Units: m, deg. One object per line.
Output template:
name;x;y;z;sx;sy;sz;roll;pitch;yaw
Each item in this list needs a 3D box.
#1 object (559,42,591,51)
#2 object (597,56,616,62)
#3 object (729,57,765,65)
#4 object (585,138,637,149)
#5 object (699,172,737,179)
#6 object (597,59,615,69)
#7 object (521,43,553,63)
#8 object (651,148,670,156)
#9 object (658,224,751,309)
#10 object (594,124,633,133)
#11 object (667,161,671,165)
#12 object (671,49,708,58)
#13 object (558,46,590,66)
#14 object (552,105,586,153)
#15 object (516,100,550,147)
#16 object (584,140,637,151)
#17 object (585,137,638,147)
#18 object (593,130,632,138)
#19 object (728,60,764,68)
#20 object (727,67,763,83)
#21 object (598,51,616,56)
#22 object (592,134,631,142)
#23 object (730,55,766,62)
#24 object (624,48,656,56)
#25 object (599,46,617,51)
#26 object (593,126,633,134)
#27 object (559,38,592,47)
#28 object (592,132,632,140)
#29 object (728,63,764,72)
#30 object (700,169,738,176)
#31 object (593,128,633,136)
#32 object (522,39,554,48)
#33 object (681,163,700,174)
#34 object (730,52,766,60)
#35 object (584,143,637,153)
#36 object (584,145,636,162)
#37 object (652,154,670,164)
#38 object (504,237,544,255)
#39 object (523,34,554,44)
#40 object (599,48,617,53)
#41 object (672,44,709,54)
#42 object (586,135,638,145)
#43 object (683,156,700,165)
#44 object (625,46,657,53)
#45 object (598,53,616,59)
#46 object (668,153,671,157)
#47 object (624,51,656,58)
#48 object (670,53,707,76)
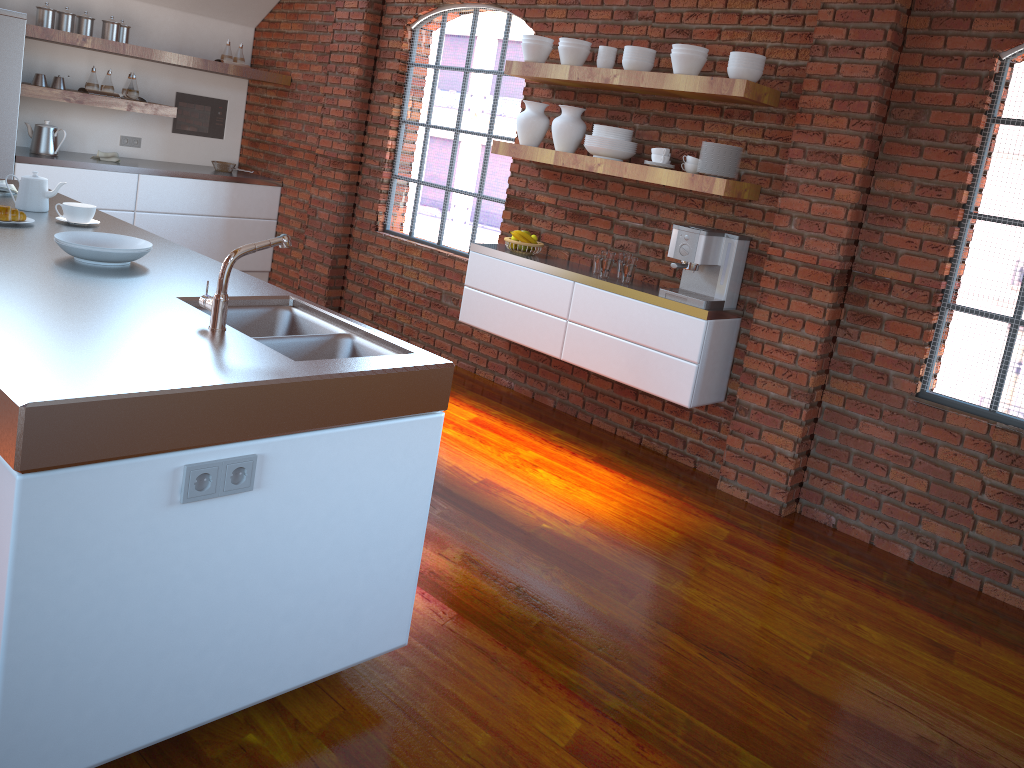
object;0.335;-1.797;4.803;0.179;0.102;0.186;7;14;-12
object;0.501;-1.718;4.713;0.098;0.060;0.101;8;13;-9
object;1.094;-1.483;4.118;0.165;0.060;0.170;7;14;-9
object;0.519;-1.251;4.663;0.285;0.054;0.285;16;16;24
object;0.984;-0.998;4.229;0.194;0.013;0.200;1;17;-30
object;0.498;-1.702;4.715;0.098;0.060;0.101;8;13;-9
object;0.132;-1.848;4.943;0.179;0.102;0.186;7;14;-12
object;0.739;-1.153;4.401;0.093;0.057;0.101;16;15;24
object;0.926;-0.579;4.287;0.276;0.363;0.380;19;15;41
object;0.532;-1.327;4.651;0.217;0.054;0.215;19;17;32
object;0.778;-1.147;4.586;0.093;0.046;0.100;15;15;21
object;0.861;-1.573;4.311;0.181;0.102;0.184;12;14;11
object;0.331;-1.776;4.806;0.179;0.102;0.186;7;14;-12
object;0.314;-1.407;4.872;0.193;0.245;0.195;12;11;13
object;0.118;-1.490;5.055;0.192;0.245;0.197;8;11;-9
object;0.518;-1.241;4.664;0.285;0.054;0.285;16;16;24
object;0.521;-1.259;4.662;0.285;0.054;0.285;16;16;24
object;0.528;-1.298;4.656;0.217;0.054;0.215;19;17;32
object;1.092;-1.470;4.120;0.165;0.060;0.170;7;14;-9
object;1.087;-1.441;4.124;0.165;0.060;0.170;7;14;-9
object;0.505;-1.744;4.709;0.098;0.060;0.101;8;13;-9
object;0.524;-1.277;4.659;0.217;0.054;0.215;19;17;32
object;1.096;-1.494;4.116;0.165;0.060;0.170;7;14;-9
object;0.656;-1.686;4.546;0.168;0.060;0.166;20;18;35
object;0.510;-1.768;4.705;0.098;0.060;0.101;8;13;-9
object;0.531;-1.317;4.653;0.217;0.054;0.215;19;17;32
object;0.338;-1.819;4.800;0.179;0.102;0.186;7;14;-12
object;0.526;-1.287;4.657;0.217;0.054;0.215;19;17;32
object;1.089;-1.457;4.122;0.165;0.060;0.170;7;14;-9
object;0.986;-1.012;4.227;0.194;0.013;0.200;1;17;-30
object;0.529;-1.308;4.654;0.217;0.054;0.215;19;17;32
object;0.136;-1.868;4.940;0.179;0.102;0.186;7;14;-12
object;0.901;-1.071;4.384;0.092;0.046;0.101;6;14;-13
object;1.098;-1.507;4.114;0.165;0.060;0.170;7;14;-9
object;0.516;-1.229;4.666;0.285;0.054;0.285;16;16;24
object;0.514;-1.219;4.667;0.285;0.054;0.285;16;16;24
object;0.739;-1.121;4.404;0.094;0.046;0.099;20;17;35
object;0.066;-0.798;5.117;0.235;0.070;0.241;9;15;-1
object;0.139;-1.890;4.937;0.179;0.102;0.186;7;14;-12
object;0.507;-1.755;4.707;0.098;0.060;0.101;8;13;-9
object;0.865;-1.595;4.307;0.181;0.102;0.184;12;14;11
object;0.522;-1.269;4.660;0.285;0.054;0.285;16;16;24
object;0.911;-1.102;4.382;0.091;0.057;0.103;4;15;-24
object;0.658;-1.699;4.544;0.168;0.060;0.166;20;18;35
object;0.503;-1.731;4.711;0.098;0.060;0.101;8;13;-9
object;0.777;-1.179;4.582;0.092;0.057;0.102;12;14;10
object;0.654;-1.675;4.547;0.168;0.060;0.166;20;18;35
object;0.857;-1.553;4.314;0.181;0.102;0.184;12;14;11
